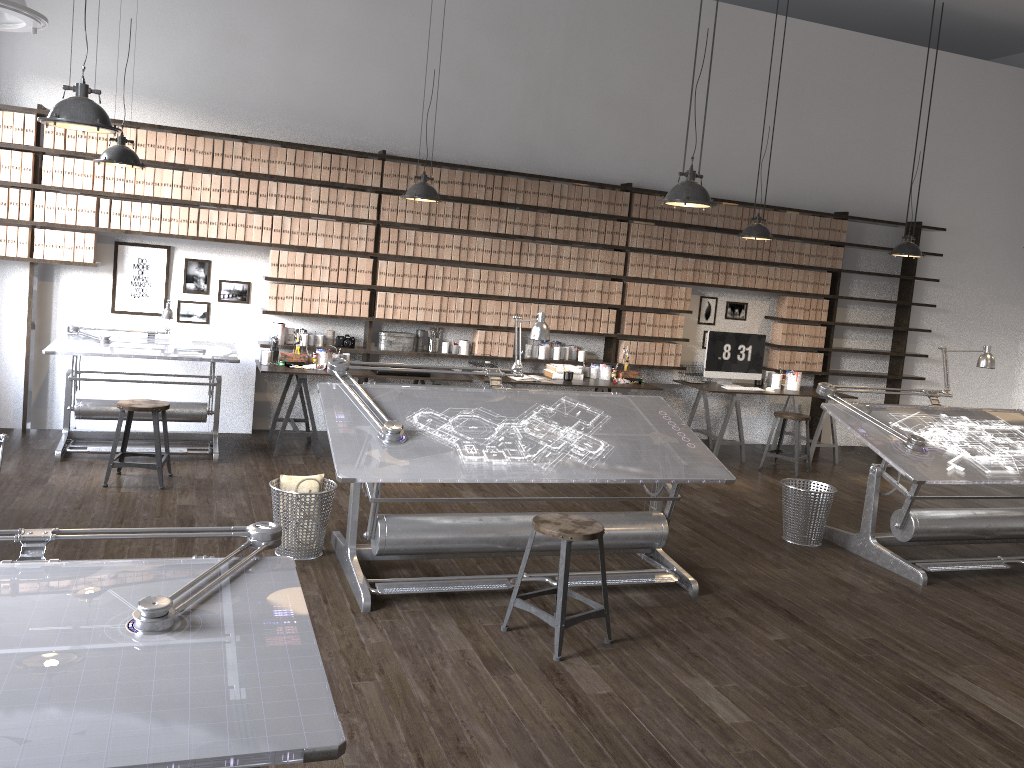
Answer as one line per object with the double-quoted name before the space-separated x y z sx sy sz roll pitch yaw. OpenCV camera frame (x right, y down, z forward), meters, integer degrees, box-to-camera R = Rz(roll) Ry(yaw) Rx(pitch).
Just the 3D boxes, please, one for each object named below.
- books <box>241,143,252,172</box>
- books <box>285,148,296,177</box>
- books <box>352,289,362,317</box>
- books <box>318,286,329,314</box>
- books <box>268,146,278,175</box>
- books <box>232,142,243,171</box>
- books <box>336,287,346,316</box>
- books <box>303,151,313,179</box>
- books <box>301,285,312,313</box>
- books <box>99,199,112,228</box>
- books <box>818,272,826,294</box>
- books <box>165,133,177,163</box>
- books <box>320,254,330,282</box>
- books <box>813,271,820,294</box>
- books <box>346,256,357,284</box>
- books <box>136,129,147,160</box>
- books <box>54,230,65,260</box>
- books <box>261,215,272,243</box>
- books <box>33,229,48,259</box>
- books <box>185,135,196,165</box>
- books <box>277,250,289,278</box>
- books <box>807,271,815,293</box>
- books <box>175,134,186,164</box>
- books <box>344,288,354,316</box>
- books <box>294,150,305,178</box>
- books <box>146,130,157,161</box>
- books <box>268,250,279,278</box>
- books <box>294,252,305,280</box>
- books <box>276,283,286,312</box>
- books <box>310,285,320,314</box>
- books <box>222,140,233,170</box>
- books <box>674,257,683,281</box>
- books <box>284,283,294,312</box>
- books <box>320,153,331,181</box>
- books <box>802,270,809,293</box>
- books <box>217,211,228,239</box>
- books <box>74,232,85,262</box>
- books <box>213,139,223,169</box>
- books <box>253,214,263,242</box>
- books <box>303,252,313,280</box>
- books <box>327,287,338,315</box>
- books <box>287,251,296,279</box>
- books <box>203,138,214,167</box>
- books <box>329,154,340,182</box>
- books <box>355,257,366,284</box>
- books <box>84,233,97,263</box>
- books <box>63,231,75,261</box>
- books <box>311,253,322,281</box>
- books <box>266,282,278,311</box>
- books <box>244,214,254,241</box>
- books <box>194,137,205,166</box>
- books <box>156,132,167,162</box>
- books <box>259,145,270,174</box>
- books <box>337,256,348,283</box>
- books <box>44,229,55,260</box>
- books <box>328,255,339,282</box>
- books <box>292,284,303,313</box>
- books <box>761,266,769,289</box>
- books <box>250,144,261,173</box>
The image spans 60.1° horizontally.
"books" -2.133 -1.811 7.110 0.066 0.224 0.175 4 6 -20
"books" -1.812 -1.797 7.222 0.067 0.225 0.175 3 6 -20
"books" -1.334 -0.692 7.529 0.066 0.224 0.175 4 6 -20
"books" -1.590 -0.703 7.432 0.066 0.224 0.175 3 6 -20
"books" -1.940 -1.803 7.179 0.066 0.224 0.175 4 6 -20
"books" -2.198 -1.813 7.082 0.066 0.224 0.175 3 6 -20
"books" -1.453 -0.696 7.478 0.067 0.225 0.175 4 6 -20
"books" -1.683 -1.792 7.276 0.066 0.224 0.175 4 6 -20
"books" -1.721 -0.709 7.386 0.066 0.224 0.175 4 6 -20
"books" -3.125 -1.306 6.807 0.066 0.224 0.175 3 6 -20
"books" 3.128 -1.040 9.099 0.066 0.224 0.175 3 6 -20
"books" -2.661 -1.834 6.914 0.066 0.224 0.175 4 6 -20
"books" -1.572 -0.970 7.406 0.066 0.224 0.175 3 6 -20
"books" 3.062 -1.043 9.075 0.066 0.224 0.175 3 6 -20
"books" -1.367 -0.962 7.486 0.066 0.224 0.175 3 6 -20
"books" -2.858 -1.842 6.840 0.067 0.225 0.175 4 6 -20
"books" -3.429 -1.052 6.729 0.066 0.224 0.175 3 6 -20
"books" -2.003 -1.257 7.216 0.067 0.225 0.175 4 6 -20
"books" -3.554 -1.057 6.679 0.067 0.225 0.175 4 6 -20
"books" -2.524 -1.827 6.960 0.067 0.225 0.175 3 6 -20
"books" -1.890 -0.984 7.291 0.066 0.224 0.175 4 6 -20
"books" 3.000 -1.045 9.046 0.067 0.225 0.175 4 6 -20
"books" -2.592 -1.830 6.935 0.066 0.224 0.175 4 6 -20
"books" -1.395 -0.694 7.504 0.066 0.224 0.175 3 6 -20
"books" -1.748 -1.794 7.250 0.066 0.224 0.175 4 6 -20
"books" -2.793 -1.840 6.868 0.066 0.224 0.175 3 6 -20
"books" -1.957 -0.987 7.264 0.067 0.225 0.175 3 6 -20
"books" -1.767 -0.978 7.332 0.067 0.225 0.175 3 6 -20
"books" -1.914 -0.717 7.315 0.066 0.224 0.175 4 6 -20
"books" -1.656 -0.706 7.412 0.066 0.224 0.175 4 6 -20
"books" -2.266 -1.817 7.062 0.066 0.224 0.175 3 6 -20
"books" 1.564 -1.108 8.523 0.066 0.224 0.175 4 6 -20
"books" -1.854 -0.714 7.335 0.066 0.224 0.175 4 6 -20
"books" -1.547 -1.785 7.318 0.066 0.224 0.175 3 6 -20
"books" 2.936 -1.048 9.027 0.066 0.224 0.175 3 6 -20
"books" -2.324 -1.272 7.104 0.066 0.224 0.175 3 6 -20
"books" -3.302 -1.046 6.778 0.066 0.224 0.175 4 6 -20
"books" -2.335 -1.819 7.031 0.067 0.225 0.175 4 6 -20
"books" -2.071 -1.260 7.193 0.066 0.224 0.175 3 6 -20
"books" -1.706 -0.977 7.361 0.066 0.224 0.175 4 6 -20
"books" -1.521 -0.699 7.454 0.066 0.224 0.175 3 6 -20
"books" -1.831 -0.982 7.314 0.066 0.224 0.175 4 6 -20
"books" -2.406 -1.823 7.011 0.066 0.224 0.175 3 6 -20
"books" -1.479 -1.782 7.343 0.067 0.225 0.175 4 6 -20
"books" -1.295 -0.959 7.510 0.066 0.224 0.175 4 6 -20
"books" -3.236 -1.043 6.800 0.066 0.224 0.175 4 6 -20
"books" -3.365 -1.048 6.748 0.067 0.225 0.175 4 6 -20
"books" -1.639 -0.974 7.385 0.066 0.224 0.175 4 6 -20
"books" -1.975 -0.719 7.288 0.067 0.225 0.175 3 6 -20
"books" -2.131 -1.263 7.173 0.066 0.224 0.175 3 6 -20
"books" -2.467 -1.825 6.986 0.066 0.224 0.175 4 6 -20
"books" -2.728 -1.837 6.893 0.066 0.224 0.175 3 6 -20
"books" -2.001 -1.805 7.152 0.067 0.225 0.175 3 6 -20
"books" -1.434 -0.964 7.455 0.067 0.225 0.175 4 6 -20
"books" -3.487 -1.054 6.706 0.066 0.224 0.175 3 6 -20
"books" -1.507 -0.968 7.435 0.066 0.224 0.175 3 6 -20
"books" -1.786 -0.711 7.358 0.067 0.225 0.175 3 6 -20
"books" 2.479 -1.068 8.855 0.067 0.225 0.175 3 6 -20
"books" -2.067 -1.808 7.134 0.066 0.224 0.175 4 6 -20
